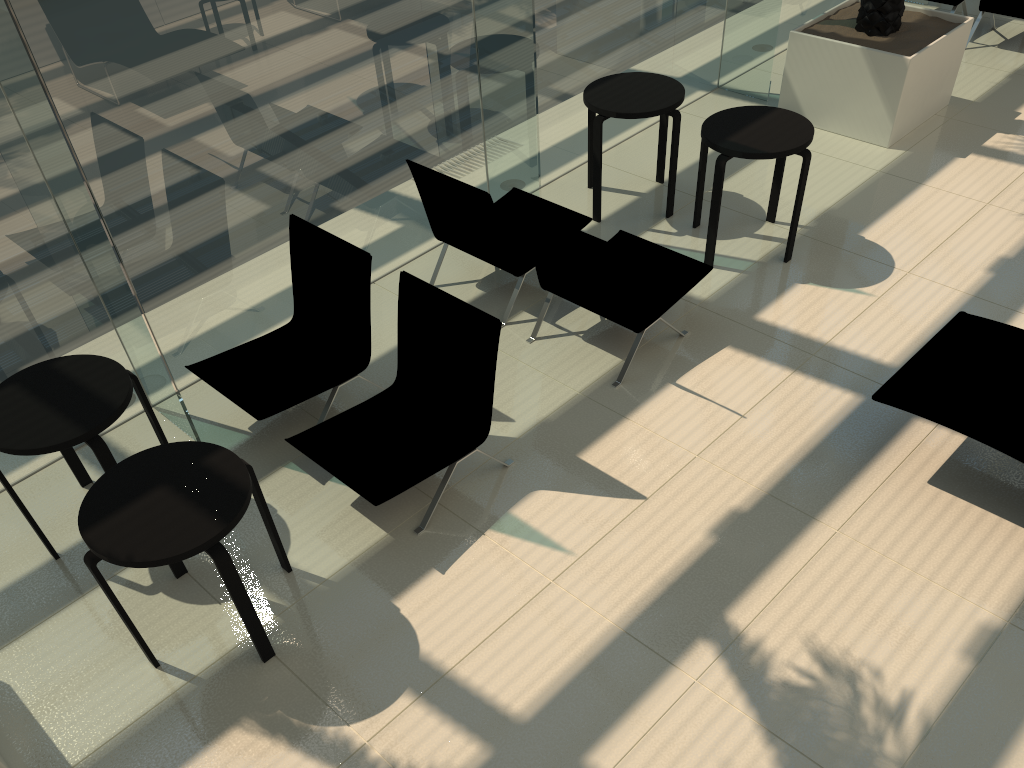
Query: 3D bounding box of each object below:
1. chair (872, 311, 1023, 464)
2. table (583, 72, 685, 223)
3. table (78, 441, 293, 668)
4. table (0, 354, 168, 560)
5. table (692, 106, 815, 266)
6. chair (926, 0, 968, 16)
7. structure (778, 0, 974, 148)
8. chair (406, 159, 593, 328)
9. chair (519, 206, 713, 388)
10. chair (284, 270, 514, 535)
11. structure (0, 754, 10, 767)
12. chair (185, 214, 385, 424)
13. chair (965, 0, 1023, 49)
[{"bbox_3d":[2.752,0.132,3.753,1.951,1.257,0.881,30,53,31],"label":"chair"},{"bbox_3d":[0.843,-1.657,6.153,0.679,0.848,0.621,-8,43,-3],"label":"table"},{"bbox_3d":[-1.373,0.766,3.794,0.680,0.848,0.620,-2,43,3],"label":"table"},{"bbox_3d":[-2.069,0.379,4.272,0.680,0.848,0.620,-2,43,3],"label":"table"},{"bbox_3d":[1.539,-1.270,5.675,0.679,0.848,0.621,-8,43,-3],"label":"table"},{"bbox_3d":[3.928,-3.824,8.068,0.685,0.965,0.849,32,54,33],"label":"chair"},{"bbox_3d":[2.570,-4.986,4.572,4.665,7.615,4.210,26,51,28],"label":"structure"},{"bbox_3d":[-0.049,-1.056,5.511,0.685,0.965,0.849,32,54,33],"label":"chair"},{"bbox_3d":[0.621,-0.684,5.051,0.685,0.965,0.849,32,54,33],"label":"chair"},{"bbox_3d":[-0.576,0.136,4.295,0.685,0.965,0.849,32,54,33],"label":"chair"},{"bbox_3d":[-3.140,-1.035,0.925,4.401,7.615,4.459,14,46,19],"label":"structure"},{"bbox_3d":[-1.246,-0.236,4.756,0.685,0.965,0.849,32,54,33],"label":"chair"},{"bbox_3d":[4.598,-3.452,7.608,0.685,0.965,0.849,32,54,33],"label":"chair"}]
